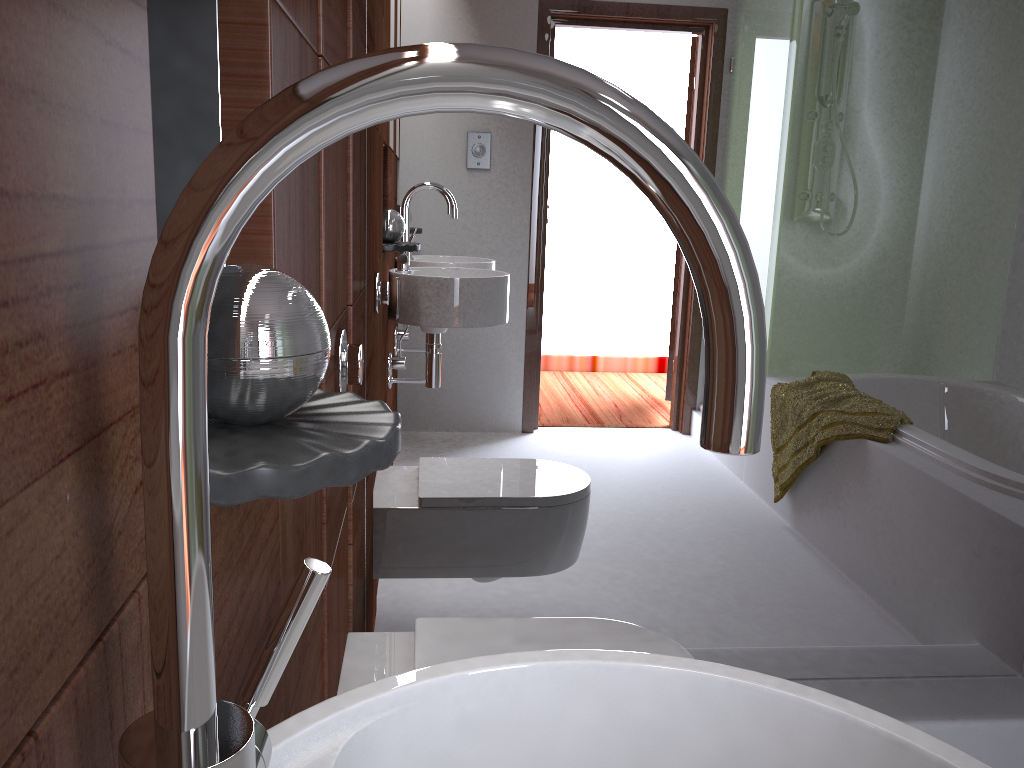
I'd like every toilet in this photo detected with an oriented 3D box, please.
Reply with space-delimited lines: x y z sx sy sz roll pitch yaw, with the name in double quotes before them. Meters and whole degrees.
"toilet" 0.010 0.563 1.360 0.547 0.284 0.329 1 12 -6

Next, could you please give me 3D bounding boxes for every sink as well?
"sink" 0.048 0.255 0.330 0.417 0.715 0.415 1 12 -6

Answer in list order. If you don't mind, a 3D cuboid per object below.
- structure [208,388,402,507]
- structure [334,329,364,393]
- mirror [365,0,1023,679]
"structure" -0.184 0.033 0.581 0.222 0.023 0.220 -1 12 -16
"structure" -0.223 -0.027 1.221 0.034 0.098 0.098 1 12 -6
"mirror" 0.450 -0.437 1.675 1.433 2.183 0.019 1 12 -6
